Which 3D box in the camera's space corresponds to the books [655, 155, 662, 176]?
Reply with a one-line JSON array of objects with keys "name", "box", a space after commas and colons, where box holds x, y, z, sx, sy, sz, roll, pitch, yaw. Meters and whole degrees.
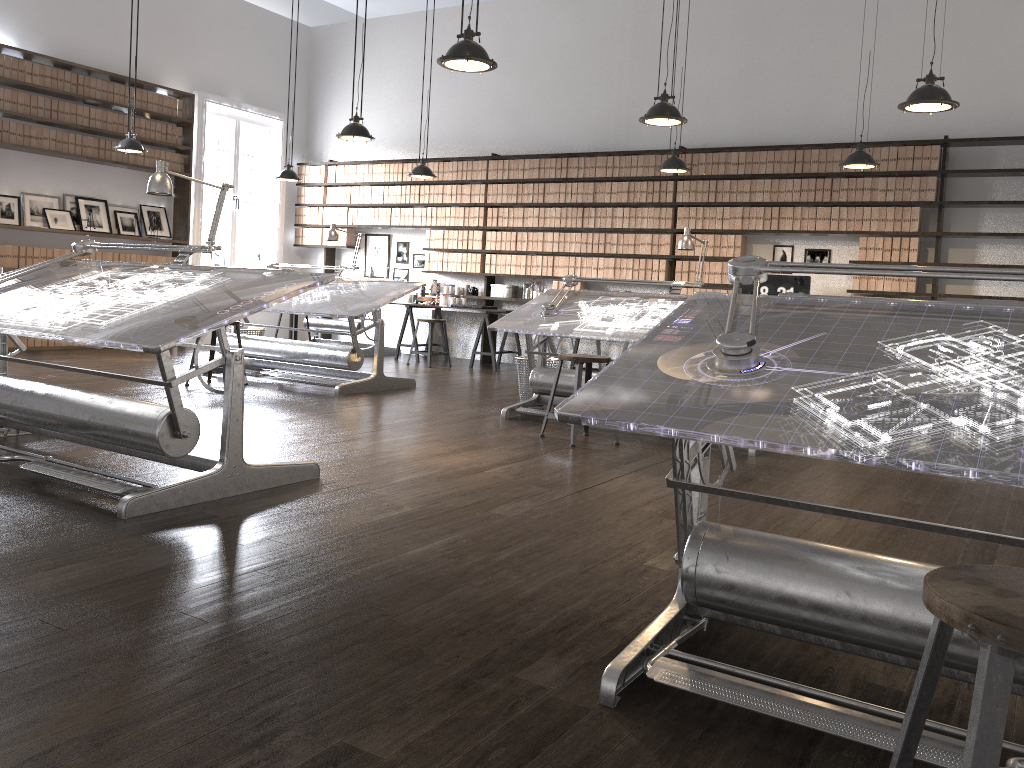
[{"name": "books", "box": [1.575, -2.292, 9.343, 0.067, 0.225, 0.175, 5, 5, 31]}]

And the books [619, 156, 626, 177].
[{"name": "books", "box": [1.227, -2.334, 9.557, 0.067, 0.225, 0.174, 5, 5, 31]}]

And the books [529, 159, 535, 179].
[{"name": "books", "box": [0.268, -2.450, 10.143, 0.067, 0.225, 0.175, 5, 5, 31]}]

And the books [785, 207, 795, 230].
[{"name": "books", "box": [2.728, -1.604, 8.637, 0.067, 0.225, 0.175, 5, 5, 31]}]

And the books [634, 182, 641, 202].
[{"name": "books", "box": [1.377, -2.038, 9.469, 0.067, 0.225, 0.174, 5, 5, 31]}]

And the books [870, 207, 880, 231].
[{"name": "books", "box": [3.391, -1.524, 8.235, 0.067, 0.225, 0.175, 5, 5, 31]}]

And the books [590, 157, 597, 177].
[{"name": "books", "box": [0.926, -2.370, 9.739, 0.067, 0.225, 0.175, 5, 5, 31]}]

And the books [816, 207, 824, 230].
[{"name": "books", "box": [2.974, -1.575, 8.492, 0.067, 0.225, 0.175, 5, 5, 31]}]

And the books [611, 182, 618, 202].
[{"name": "books", "box": [1.147, -2.066, 9.607, 0.067, 0.225, 0.175, 5, 5, 31]}]

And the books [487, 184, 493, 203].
[{"name": "books", "box": [-0.214, -2.231, 10.446, 0.067, 0.225, 0.174, 5, 5, 31]}]

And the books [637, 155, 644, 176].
[{"name": "books", "box": [1.406, -2.312, 9.443, 0.067, 0.225, 0.175, 5, 5, 31]}]

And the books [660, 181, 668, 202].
[{"name": "books", "box": [1.624, -2.008, 9.318, 0.067, 0.225, 0.175, 5, 5, 31]}]

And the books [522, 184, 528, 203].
[{"name": "books", "box": [0.194, -2.182, 10.195, 0.067, 0.225, 0.174, 5, 5, 31]}]

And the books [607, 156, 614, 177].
[{"name": "books", "box": [1.102, -2.348, 9.625, 0.067, 0.225, 0.175, 5, 5, 31]}]

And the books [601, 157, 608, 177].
[{"name": "books", "box": [1.041, -2.356, 9.663, 0.067, 0.225, 0.175, 5, 5, 31]}]

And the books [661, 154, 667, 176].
[{"name": "books", "box": [1.635, -2.284, 9.306, 0.067, 0.225, 0.174, 5, 5, 31]}]

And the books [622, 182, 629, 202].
[{"name": "books", "box": [1.256, -2.052, 9.536, 0.067, 0.225, 0.175, 5, 5, 31]}]

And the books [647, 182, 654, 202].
[{"name": "books", "box": [1.498, -2.024, 9.396, 0.067, 0.225, 0.175, 5, 5, 31]}]

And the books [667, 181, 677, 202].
[{"name": "books", "box": [1.688, -2.000, 9.276, 0.067, 0.225, 0.175, 5, 5, 31]}]

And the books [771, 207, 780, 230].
[{"name": "books", "box": [2.610, -1.619, 8.711, 0.067, 0.225, 0.175, 5, 5, 31]}]

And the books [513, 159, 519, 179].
[{"name": "books", "box": [0.094, -2.471, 10.250, 0.067, 0.225, 0.175, 5, 5, 31]}]

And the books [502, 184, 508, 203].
[{"name": "books", "box": [-0.035, -2.209, 10.332, 0.067, 0.225, 0.175, 5, 5, 31]}]

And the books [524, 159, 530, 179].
[{"name": "books", "box": [0.214, -2.456, 10.174, 0.067, 0.225, 0.175, 5, 5, 31]}]

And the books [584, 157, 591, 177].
[{"name": "books", "box": [0.868, -2.378, 9.778, 0.067, 0.225, 0.174, 5, 5, 31]}]

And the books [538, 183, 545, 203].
[{"name": "books", "box": [0.376, -2.159, 10.078, 0.067, 0.225, 0.175, 5, 5, 31]}]

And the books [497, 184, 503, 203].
[{"name": "books", "box": [-0.098, -2.217, 10.368, 0.067, 0.225, 0.175, 5, 5, 31]}]

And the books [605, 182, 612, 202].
[{"name": "books", "box": [1.085, -2.073, 9.643, 0.067, 0.225, 0.175, 5, 5, 31]}]

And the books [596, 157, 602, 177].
[{"name": "books", "box": [0.989, -2.362, 9.700, 0.067, 0.225, 0.175, 5, 5, 31]}]

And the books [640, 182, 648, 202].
[{"name": "books", "box": [1.435, -2.031, 9.429, 0.067, 0.225, 0.174, 5, 5, 31]}]

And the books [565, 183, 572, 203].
[{"name": "books", "box": [0.672, -2.123, 9.898, 0.067, 0.225, 0.174, 5, 5, 31]}]

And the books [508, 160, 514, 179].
[{"name": "books", "box": [0.036, -2.479, 10.288, 0.067, 0.225, 0.174, 5, 5, 31]}]

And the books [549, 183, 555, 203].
[{"name": "books", "box": [0.496, -2.145, 10.007, 0.067, 0.225, 0.175, 5, 5, 31]}]

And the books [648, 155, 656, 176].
[{"name": "books", "box": [1.514, -2.298, 9.373, 0.067, 0.225, 0.175, 5, 5, 31]}]

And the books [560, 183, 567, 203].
[{"name": "books", "box": [0.609, -2.131, 9.933, 0.067, 0.225, 0.175, 5, 5, 31]}]

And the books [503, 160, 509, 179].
[{"name": "books", "box": [-0.026, -2.485, 10.321, 0.067, 0.225, 0.174, 5, 5, 31]}]

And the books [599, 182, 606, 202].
[{"name": "books", "box": [1.027, -2.080, 9.683, 0.067, 0.225, 0.175, 5, 5, 31]}]

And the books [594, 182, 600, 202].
[{"name": "books", "box": [0.969, -2.088, 9.721, 0.067, 0.225, 0.174, 5, 5, 31]}]

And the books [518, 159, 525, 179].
[{"name": "books", "box": [0.152, -2.464, 10.210, 0.067, 0.225, 0.175, 5, 5, 31]}]

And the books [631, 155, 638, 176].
[{"name": "books", "box": [1.343, -2.319, 9.479, 0.067, 0.225, 0.175, 5, 5, 31]}]

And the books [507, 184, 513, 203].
[{"name": "books", "box": [0.019, -2.203, 10.301, 0.067, 0.225, 0.175, 5, 5, 31]}]

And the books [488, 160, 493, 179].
[{"name": "books", "box": [-0.202, -2.507, 10.431, 0.067, 0.225, 0.175, 5, 5, 31]}]

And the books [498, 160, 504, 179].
[{"name": "books", "box": [-0.089, -2.493, 10.356, 0.067, 0.225, 0.175, 5, 5, 31]}]

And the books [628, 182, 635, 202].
[{"name": "books", "box": [1.316, -2.045, 9.506, 0.067, 0.225, 0.175, 5, 5, 31]}]

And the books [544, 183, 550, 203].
[{"name": "books", "box": [0.442, -2.152, 10.044, 0.067, 0.225, 0.175, 5, 5, 31]}]

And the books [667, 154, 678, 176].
[{"name": "books", "box": [1.693, -2.277, 9.265, 0.067, 0.225, 0.174, 5, 5, 31]}]

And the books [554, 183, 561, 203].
[{"name": "books", "box": [0.548, -2.138, 9.971, 0.067, 0.225, 0.175, 5, 5, 31]}]

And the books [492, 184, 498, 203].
[{"name": "books", "box": [-0.155, -2.224, 10.408, 0.067, 0.225, 0.175, 5, 5, 31]}]

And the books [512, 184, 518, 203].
[{"name": "books", "box": [0.073, -2.196, 10.262, 0.067, 0.225, 0.175, 5, 5, 31]}]

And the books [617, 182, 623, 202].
[{"name": "books", "box": [1.202, -2.059, 9.575, 0.067, 0.225, 0.175, 5, 5, 31]}]

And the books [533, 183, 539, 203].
[{"name": "books", "box": [0.315, -2.167, 10.121, 0.067, 0.225, 0.175, 5, 5, 31]}]

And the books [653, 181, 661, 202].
[{"name": "books", "box": [1.558, -2.016, 9.352, 0.067, 0.225, 0.175, 5, 5, 31]}]

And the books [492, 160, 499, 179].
[{"name": "books", "box": [-0.151, -2.500, 10.394, 0.067, 0.225, 0.175, 5, 5, 31]}]

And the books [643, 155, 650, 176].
[{"name": "books", "box": [1.460, -2.305, 9.412, 0.067, 0.225, 0.175, 5, 5, 31]}]

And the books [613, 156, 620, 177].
[{"name": "books", "box": [1.166, -2.341, 9.590, 0.067, 0.225, 0.174, 5, 5, 31]}]

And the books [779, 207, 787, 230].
[{"name": "books", "box": [2.676, -1.611, 8.678, 0.067, 0.225, 0.175, 5, 5, 31]}]

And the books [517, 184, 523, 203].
[{"name": "books", "box": [0.134, -2.189, 10.232, 0.067, 0.225, 0.175, 5, 5, 31]}]

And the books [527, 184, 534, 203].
[{"name": "books", "box": [0.252, -2.174, 10.154, 0.067, 0.225, 0.174, 5, 5, 31]}]

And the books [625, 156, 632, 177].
[{"name": "books", "box": [1.285, -2.327, 9.519, 0.067, 0.225, 0.175, 5, 5, 31]}]
